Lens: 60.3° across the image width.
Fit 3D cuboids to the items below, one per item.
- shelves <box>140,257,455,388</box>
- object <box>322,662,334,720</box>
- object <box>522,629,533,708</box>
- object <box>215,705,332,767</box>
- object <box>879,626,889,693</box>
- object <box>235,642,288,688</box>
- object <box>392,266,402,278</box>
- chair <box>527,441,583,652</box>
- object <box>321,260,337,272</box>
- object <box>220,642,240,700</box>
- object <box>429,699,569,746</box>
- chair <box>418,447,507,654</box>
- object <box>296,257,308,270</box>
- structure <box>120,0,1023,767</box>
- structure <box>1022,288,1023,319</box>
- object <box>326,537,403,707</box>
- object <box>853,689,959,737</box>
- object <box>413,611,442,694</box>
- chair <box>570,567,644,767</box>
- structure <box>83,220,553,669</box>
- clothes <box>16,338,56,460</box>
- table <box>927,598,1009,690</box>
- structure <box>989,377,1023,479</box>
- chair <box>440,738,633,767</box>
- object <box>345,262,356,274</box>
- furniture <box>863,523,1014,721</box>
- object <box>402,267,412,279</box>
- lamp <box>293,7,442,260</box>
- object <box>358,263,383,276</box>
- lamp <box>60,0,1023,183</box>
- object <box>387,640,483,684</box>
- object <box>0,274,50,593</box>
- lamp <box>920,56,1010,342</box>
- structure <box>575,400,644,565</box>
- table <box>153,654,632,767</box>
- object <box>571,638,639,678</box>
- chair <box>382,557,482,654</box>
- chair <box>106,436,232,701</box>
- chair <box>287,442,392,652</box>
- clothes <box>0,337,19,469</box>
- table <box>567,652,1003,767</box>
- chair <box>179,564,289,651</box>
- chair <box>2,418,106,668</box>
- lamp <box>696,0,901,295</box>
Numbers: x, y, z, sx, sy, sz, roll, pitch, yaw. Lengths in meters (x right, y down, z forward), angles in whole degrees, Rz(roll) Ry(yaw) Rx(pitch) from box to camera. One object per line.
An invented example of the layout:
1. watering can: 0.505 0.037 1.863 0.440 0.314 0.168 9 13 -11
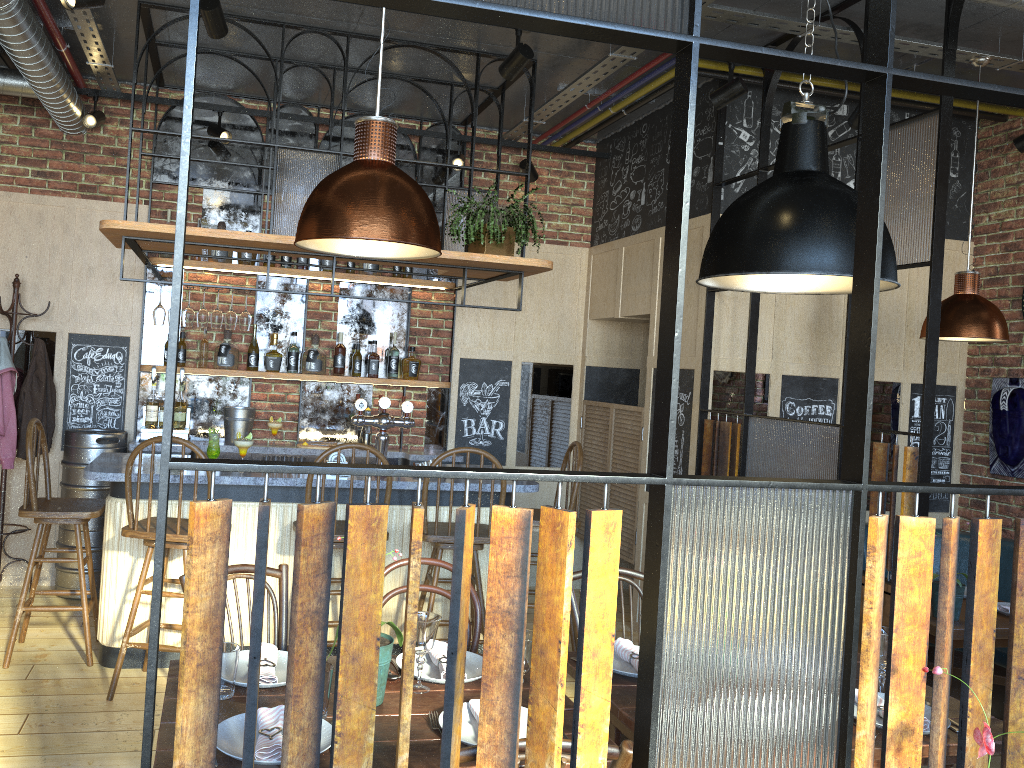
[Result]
1. shelves: -1.479 -0.409 6.218 2.071 0.746 0.618 3 0 -14
2. object: -0.468 0.728 2.087 0.088 0.119 0.080 4 0 36
3. object: 0.018 0.721 2.206 0.099 0.192 0.097 3 0 4
4. object: -0.502 0.764 1.930 0.319 0.051 0.274 3 1 -12
5. object: 1.029 0.780 2.446 0.100 0.192 0.097 3 0 9
6. object: -0.681 0.748 2.342 0.319 0.051 0.274 3 1 -12
7. object: -0.803 -0.872 6.181 0.064 0.263 0.068 4 0 -22
8. chair: 0.170 0.916 5.078 0.408 1.195 0.439 3 0 -7
9. object: -1.255 -0.898 6.060 0.114 0.265 0.119 3 0 -15
10. object: -0.720 0.712 2.186 0.080 0.119 0.088 3 0 -40
11. object: -0.021 0.792 2.060 0.319 0.051 0.274 3 1 -12
12. chair: -0.290 0.897 4.451 0.427 1.195 0.420 3 0 -12
13. object: -1.429 -0.907 6.023 0.076 0.263 0.080 4 0 -15
14. structure: -0.668 -0.175 3.275 5.600 3.326 6.292 3 1 -33
15. structure: 2.964 -0.454 4.634 0.077 0.619 0.681 4 0 -20
16. object: -0.361 0.581 2.225 0.151 0.426 0.196 3 0 17
17. object: 1.006 0.851 2.304 0.319 0.051 0.274 3 1 -12
18. object: -0.238 0.704 2.310 0.103 0.192 0.094 3 0 31
19. chair: 0.392 1.097 2.811 0.395 0.915 0.534 4 0 -17
20. structure: -1.200 0.337 5.258 2.285 2.174 1.782 3 0 -16
21. clothes: -2.979 0.097 5.544 0.206 0.770 0.244 4 0 -20
22. table: 2.034 1.338 4.147 0.726 0.603 0.762 3 0 -16
23. structure: 2.801 0.244 4.951 0.111 0.559 0.332 4 0 -18
24. chair: -0.036 1.085 1.827 0.398 0.915 0.530 3 0 -12
25. object: -1.113 -0.889 6.106 0.064 0.263 0.067 4 0 -16
26. furniture: 2.173 1.231 4.441 1.456 0.822 1.478 3 1 -16
27. object: -0.730 -0.868 6.199 0.063 0.263 0.069 4 0 -29
28. lamp: -0.316 -0.999 2.194 0.351 1.335 0.386 4 0 -44
29. object: -0.978 -0.891 6.128 0.168 0.283 0.123 3 0 -2
30. lamp: -0.177 -1.532 2.958 7.058 0.274 6.415 3 1 -16
31. object: -0.207 0.775 2.453 0.319 0.051 0.274 3 1 -12
32. object: -3.140 0.309 5.436 0.350 1.989 0.355 3 0 6
33. lamp: 2.184 -0.875 4.185 0.356 1.335 0.381 4 0 -24
34. structure: -1.126 0.539 4.745 4.767 0.994 1.330 3 1 -41
35. table: -0.359 1.158 2.192 1.007 0.727 0.745 3 0 -15
36. object: 0.346 0.806 2.590 0.319 0.051 0.274 3 1 -12
37. chair: -0.302 1.056 2.737 0.439 0.921 0.548 3 0 0
38. chair: -1.565 0.825 4.105 0.438 1.195 0.409 3 0 3
39. chair: -0.851 0.865 4.313 0.421 1.195 0.426 4 0 -22
40. clothes: -3.106 0.109 5.290 0.275 0.791 0.237 3 0 10
41. table: 0.714 1.219 2.455 1.007 0.727 0.745 3 0 -15
42. chair: -0.716 1.033 2.551 0.386 0.915 0.546 4 0 -42
43. chair: -2.284 0.776 4.477 0.402 1.195 0.446 4 0 -17
44. lamp: 0.832 -0.938 2.473 0.527 1.326 0.531 3 0 -4
